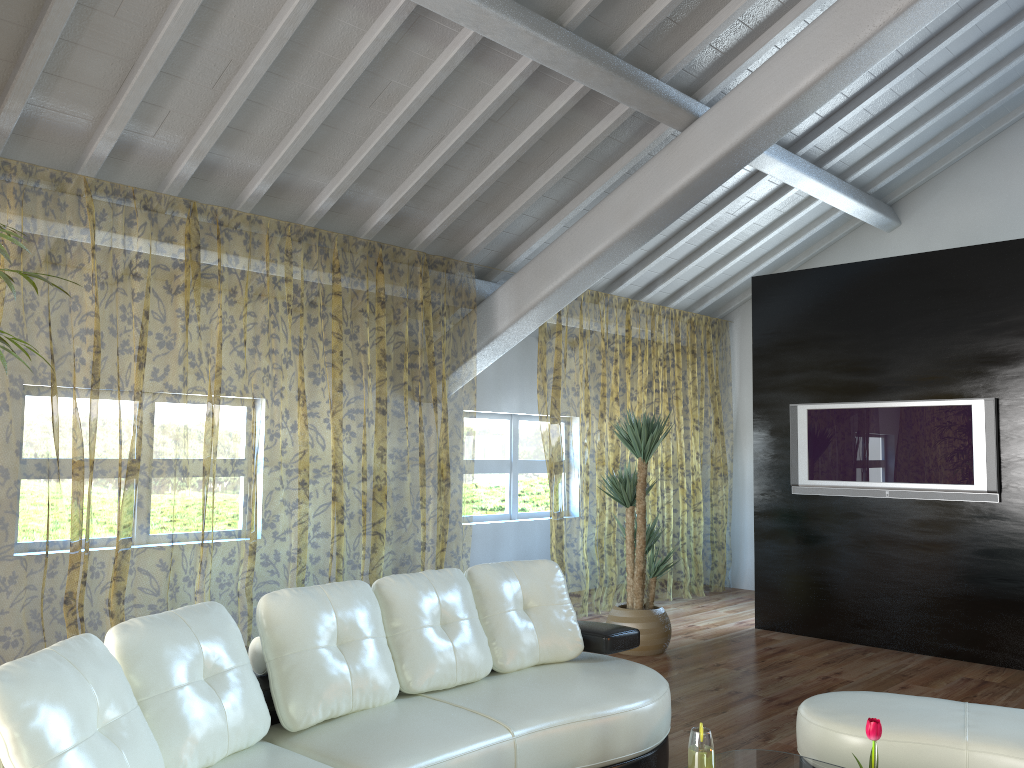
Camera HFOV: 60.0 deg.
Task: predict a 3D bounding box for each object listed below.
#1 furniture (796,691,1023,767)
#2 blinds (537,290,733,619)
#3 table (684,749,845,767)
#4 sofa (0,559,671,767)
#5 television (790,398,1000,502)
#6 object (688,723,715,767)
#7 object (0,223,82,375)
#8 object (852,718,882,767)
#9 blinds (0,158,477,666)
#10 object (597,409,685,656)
[{"bbox_3d":[1.579,1.336,3.075,1.134,0.367,0.596,-2,-5,27],"label":"furniture"},{"bbox_3d":[1.124,0.575,7.500,0.306,2.546,2.780,-4,-6,44],"label":"blinds"},{"bbox_3d":[0.770,1.270,2.103,1.201,0.290,1.201,5,-6,-43],"label":"table"},{"bbox_3d":[-0.440,1.064,2.695,1.359,0.805,3.047,-1,-5,23],"label":"sofa"},{"bbox_3d":[2.485,0.434,5.884,1.336,0.639,0.044,-4,-6,43],"label":"television"},{"bbox_3d":[0.539,1.061,2.536,0.081,0.192,0.075,5,-6,-41],"label":"object"},{"bbox_3d":[-2.018,0.185,2.508,1.399,2.473,1.177,2,-5,-21],"label":"object"},{"bbox_3d":[0.857,0.967,2.137,0.069,0.323,0.060,-1,-5,20],"label":"object"},{"bbox_3d":[-1.475,0.333,4.781,0.306,2.546,3.505,-4,-6,44],"label":"blinds"},{"bbox_3d":[0.812,0.947,5.790,0.564,1.586,0.588,2,-5,-13],"label":"object"}]
